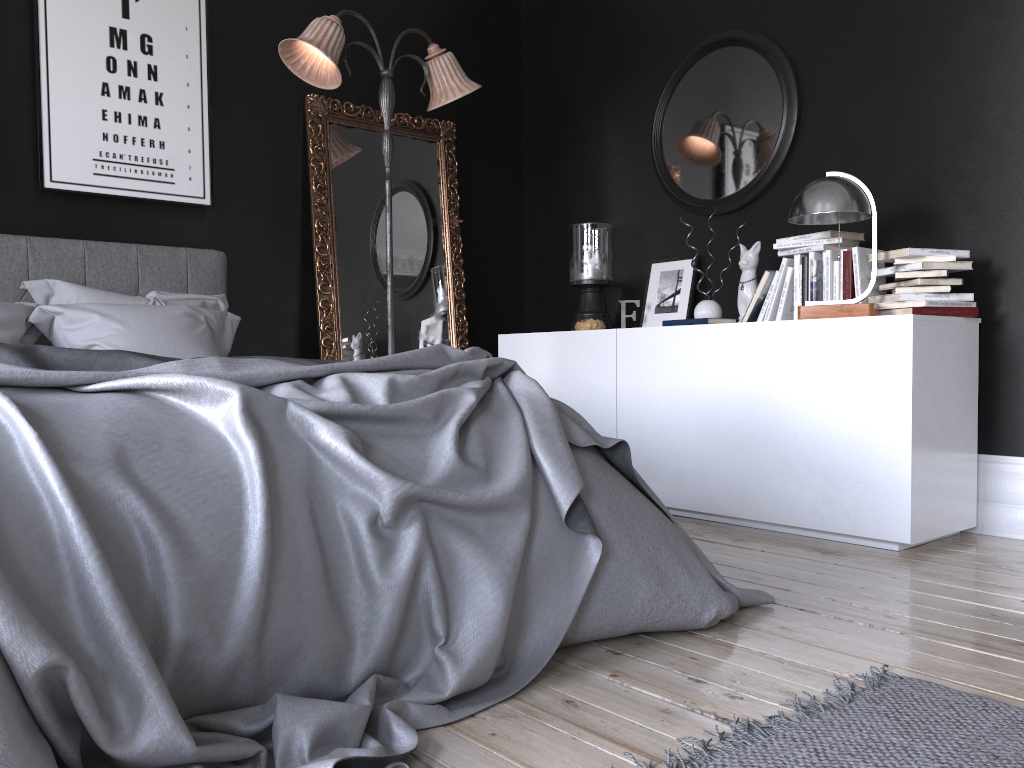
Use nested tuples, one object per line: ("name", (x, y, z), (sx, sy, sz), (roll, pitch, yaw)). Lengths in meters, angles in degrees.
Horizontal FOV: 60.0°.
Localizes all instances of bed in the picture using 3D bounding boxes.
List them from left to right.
("bed", (-1.248, 0.020, 2.702), (3.283, 1.299, 2.764), (1, 2, 39))

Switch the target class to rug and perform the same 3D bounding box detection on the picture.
("rug", (1.169, 0.691, 0.050), (2.105, 0.050, 3.643), (-2, 2, -39))

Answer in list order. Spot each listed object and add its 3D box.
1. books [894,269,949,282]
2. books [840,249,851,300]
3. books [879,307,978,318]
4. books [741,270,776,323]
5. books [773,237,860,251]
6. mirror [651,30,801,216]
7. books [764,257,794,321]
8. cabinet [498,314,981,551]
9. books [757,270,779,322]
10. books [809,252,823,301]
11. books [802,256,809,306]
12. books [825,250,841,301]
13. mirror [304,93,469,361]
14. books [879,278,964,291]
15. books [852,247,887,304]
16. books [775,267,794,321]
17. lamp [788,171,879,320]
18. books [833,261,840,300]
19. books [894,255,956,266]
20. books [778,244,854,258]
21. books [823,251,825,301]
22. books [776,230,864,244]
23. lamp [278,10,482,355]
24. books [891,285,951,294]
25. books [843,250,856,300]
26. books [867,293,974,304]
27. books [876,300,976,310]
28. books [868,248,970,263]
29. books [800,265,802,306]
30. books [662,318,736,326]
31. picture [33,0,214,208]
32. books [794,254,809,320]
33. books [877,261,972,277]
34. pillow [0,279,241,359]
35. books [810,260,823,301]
("books", (1.652, -0.432, 3.581), (0.193, 0.030, 0.289), (0, 2, 25))
("books", (1.491, -0.420, 3.833), (0.221, 0.307, 0.030), (-2, 3, -40))
("books", (1.655, -0.282, 3.548), (0.295, 0.038, 0.234), (-1, 1, -13))
("books", (1.189, -0.395, 4.112), (0.203, 0.246, 0.158), (-2, 3, -40))
("books", (1.354, -0.615, 3.944), (0.307, 0.024, 0.220), (1, 2, 40))
("mirror", (1.068, -1.342, 4.580), (0.061, 0.925, 0.924), (-3, 3, -40))
("books", (1.267, -0.419, 4.060), (0.220, 0.296, 0.126), (-2, 3, -40))
("cabinet", (0.908, 0.167, 4.326), (0.570, 0.883, 2.395), (-2, 2, -40))
("books", (1.238, -0.393, 4.099), (0.195, 0.245, 0.132), (-2, 3, -40))
("books", (1.383, -0.421, 3.920), (0.220, 0.307, 0.024), (-2, 3, -40))
("books", (1.348, -0.413, 3.927), (0.193, 0.290, 0.030), (-2, 3, -40))
("books", (1.433, -0.421, 3.859), (0.220, 0.307, 0.024), (-2, 3, -40))
("mirror", (-0.661, -0.490, 5.082), (0.991, 2.194, 0.254), (-3, 3, -40))
("books", (1.652, -0.403, 3.597), (0.193, 0.030, 0.289), (-1, 1, -8))
("books", (1.519, -0.419, 3.756), (0.220, 0.308, 0.050), (-2, 3, -40))
("books", (1.290, -0.398, 4.037), (0.195, 0.256, 0.091), (-2, 3, -40))
("lamp", (1.286, -0.554, 3.563), (0.340, 0.591, 0.328), (1, 3, 30))
("books", (1.453, -0.396, 3.840), (0.195, 0.259, 0.026), (-2, 3, -40))
("books", (1.672, -0.490, 3.594), (0.220, 0.024, 0.307), (0, 2, 25))
("books", (1.352, -0.591, 3.951), (0.195, 0.026, 0.258), (-1, 2, -30))
("books", (1.437, -0.421, 3.898), (0.221, 0.307, 0.030), (-2, 3, -40))
("books", (1.374, -0.644, 3.961), (0.220, 0.030, 0.306), (-1, 2, -30))
("lamp", (-0.611, -0.590, 4.429), (0.986, 2.413, 0.772), (-1, 2, -7))
("books", (1.651, -0.373, 3.590), (0.203, 0.029, 0.268), (0, 1, 20))
("books", (1.494, -0.414, 3.790), (0.235, 0.295, 0.038), (-2, 3, -40))
("books", (1.646, -0.343, 3.582), (0.318, 0.031, 0.229), (-1, 1, -10))
("books", (1.657, -0.314, 3.557), (0.319, 0.025, 0.228), (-1, 2, -30))
("books", (1.637, -0.515, 3.572), (0.306, 0.030, 0.220), (-1, 1, -20))
("books", (1.349, -0.398, 3.965), (0.195, 0.259, 0.026), (-2, 3, -40))
("books", (0.862, -0.283, 4.084), (0.193, 0.030, 0.289), (-2, 2, -34))
("picture", (-1.816, -1.416, 4.199), (0.791, 1.079, 0.014), (-2, 3, -40))
("books", (1.348, -0.423, 4.006), (0.221, 0.307, 0.030), (-2, 3, -40))
("books", (1.659, -0.462, 3.579), (0.220, 0.030, 0.306), (-1, 1, -10))
("pillow", (-1.914, -0.180, 3.587), (1.829, 0.760, 0.680), (-2, 2, -40))
("books", (1.370, -0.400, 3.876), (0.204, 0.270, 0.029), (-2, 3, -40))
